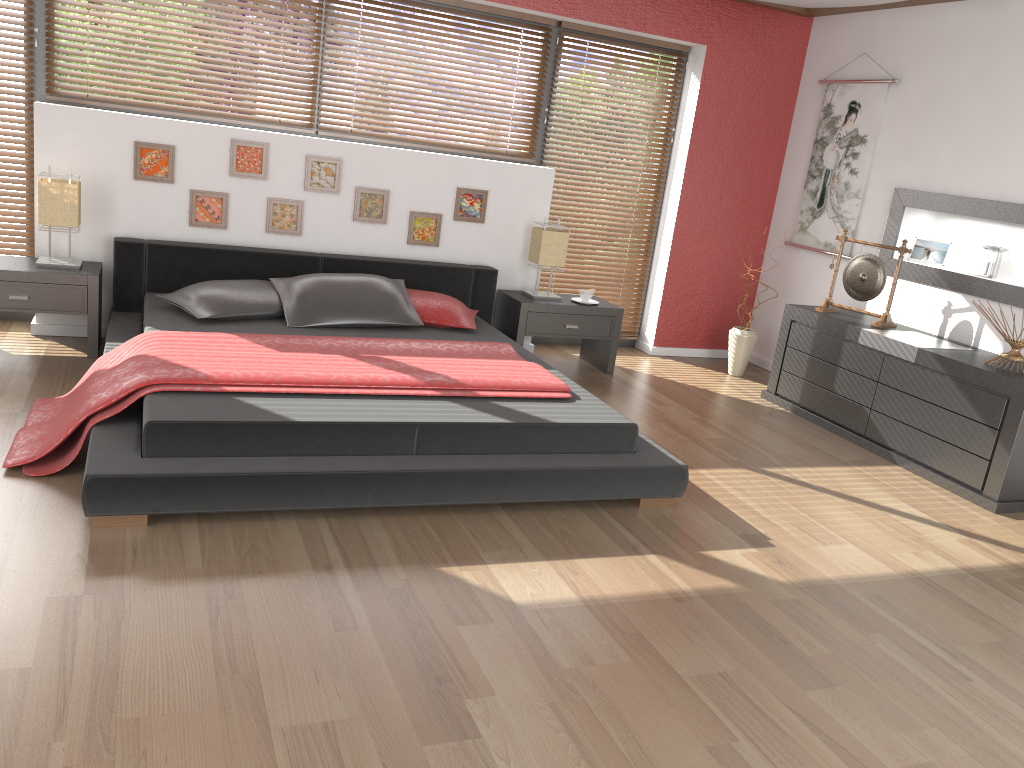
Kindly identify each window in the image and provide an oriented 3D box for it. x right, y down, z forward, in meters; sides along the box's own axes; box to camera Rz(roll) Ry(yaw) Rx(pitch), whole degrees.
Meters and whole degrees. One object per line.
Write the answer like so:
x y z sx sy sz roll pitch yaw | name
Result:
-2.998 -1.434 4.586 0.889 1.893 0.020 1 16 -23 | window
-1.127 -1.910 5.202 2.817 0.786 0.020 1 16 -23 | window
0.596 -1.349 6.100 0.889 1.893 0.020 1 16 -23 | window

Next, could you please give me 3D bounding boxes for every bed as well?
-0.847 -0.147 4.090 2.469 0.577 2.413 1 16 -23 | bed

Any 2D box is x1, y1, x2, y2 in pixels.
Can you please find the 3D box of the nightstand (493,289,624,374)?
0.281 -0.330 5.627 0.700 0.423 0.413 1 16 -23 | nightstand

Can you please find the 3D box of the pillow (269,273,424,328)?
-0.860 -0.447 4.641 0.744 0.241 0.386 0 17 -27 | pillow

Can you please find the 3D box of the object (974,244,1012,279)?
2.649 -0.673 4.898 0.159 0.171 0.159 15 17 24 | object

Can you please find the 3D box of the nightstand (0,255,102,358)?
-2.462 -0.395 4.472 0.700 0.423 0.413 1 16 -23 | nightstand

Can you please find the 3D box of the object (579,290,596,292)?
0.470 -0.582 5.542 0.007 0.007 0.192 19 18 34 | object

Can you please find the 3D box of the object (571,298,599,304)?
0.458 -0.519 5.576 0.179 0.012 0.179 8 15 1 | object

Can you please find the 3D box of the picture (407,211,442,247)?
-0.529 -0.938 5.370 0.200 0.200 0.010 1 16 -23 | picture

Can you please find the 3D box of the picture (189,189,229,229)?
-1.671 -0.961 4.890 0.200 0.200 0.010 1 16 -23 | picture

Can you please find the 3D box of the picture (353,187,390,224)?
-0.826 -1.048 5.211 0.200 0.200 0.010 1 16 -23 | picture

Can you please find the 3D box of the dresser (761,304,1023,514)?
2.168 0.052 4.833 0.540 0.608 1.740 1 16 -23 | dresser

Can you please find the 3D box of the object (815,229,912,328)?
2.037 -0.620 5.122 0.173 0.498 0.490 -4 19 -37 | object

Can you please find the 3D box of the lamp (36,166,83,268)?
-2.268 -0.845 4.449 0.200 0.480 0.200 1 16 -23 | lamp

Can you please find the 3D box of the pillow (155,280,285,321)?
-1.371 -0.433 4.532 0.418 0.172 0.745 21 20 40 | pillow

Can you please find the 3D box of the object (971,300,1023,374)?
2.417 -0.212 4.228 0.481 0.282 0.481 17 18 31 | object

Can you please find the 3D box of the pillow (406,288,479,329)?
-0.550 -0.429 4.933 0.745 0.172 0.418 7 15 -4 | pillow

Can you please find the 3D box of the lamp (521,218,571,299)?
0.218 -0.786 5.496 0.200 0.480 0.200 1 16 -23 | lamp

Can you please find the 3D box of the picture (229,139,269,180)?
-1.449 -1.237 4.891 0.200 0.200 0.010 1 16 -23 | picture

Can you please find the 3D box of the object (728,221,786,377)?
1.550 -0.559 5.940 0.364 1.035 0.422 21 20 40 | object

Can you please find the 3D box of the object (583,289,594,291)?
0.469 -0.588 5.564 0.007 0.007 0.192 17 17 30 | object

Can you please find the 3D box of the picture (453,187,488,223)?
-0.252 -1.093 5.433 0.200 0.200 0.010 1 16 -23 | picture

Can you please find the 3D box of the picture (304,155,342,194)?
-1.077 -1.194 5.059 0.200 0.200 0.010 1 16 -23 | picture

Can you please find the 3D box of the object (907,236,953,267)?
2.469 -0.785 5.244 0.041 0.146 0.226 -6 21 -42 | object

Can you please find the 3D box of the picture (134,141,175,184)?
-1.904 -1.179 4.722 0.200 0.200 0.010 1 16 -23 | picture

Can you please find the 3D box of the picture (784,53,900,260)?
2.133 -1.483 5.758 0.028 1.270 0.701 1 16 -23 | picture

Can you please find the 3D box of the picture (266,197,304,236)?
-1.293 -0.951 5.049 0.200 0.200 0.010 1 16 -23 | picture

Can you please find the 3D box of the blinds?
-1.182 -1.337 5.291 4.840 1.952 0.032 1 16 -23 | blinds

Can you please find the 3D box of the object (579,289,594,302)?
0.463 -0.550 5.567 0.099 0.069 0.099 8 15 1 | object
